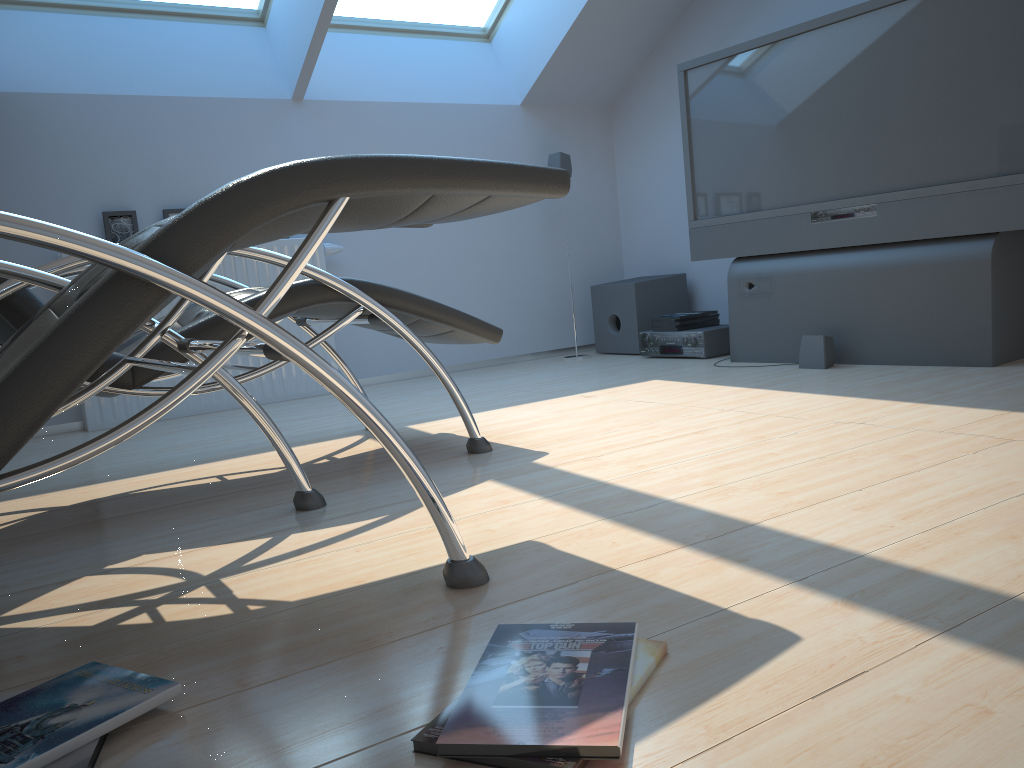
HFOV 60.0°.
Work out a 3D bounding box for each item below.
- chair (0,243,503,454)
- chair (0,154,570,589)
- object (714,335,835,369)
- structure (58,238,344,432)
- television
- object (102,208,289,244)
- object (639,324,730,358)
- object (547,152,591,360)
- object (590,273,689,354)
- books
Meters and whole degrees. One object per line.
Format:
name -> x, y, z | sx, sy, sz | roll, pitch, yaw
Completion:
chair -> -1.023, -0.325, 2.455 | 1.938, 1.251, 0.836 | -10, 8, -32
chair -> -0.916, -0.058, 1.383 | 2.114, 0.953, 0.836 | -10, 8, -32
object -> 1.134, -0.181, 4.234 | 0.394, 0.141, 1.163 | -6, 7, -3
structure -> -1.403, -0.277, 4.303 | 1.324, 0.800, 0.120 | -10, 8, -32
television -> 1.502, -0.825, 3.802 | 0.400, 1.446, 1.686 | -11, 8, -37
object -> -1.493, -0.751, 4.252 | 0.846, 0.180, 0.030 | -10, 8, -32
object -> 0.965, -0.230, 4.739 | 0.358, 0.138, 0.450 | -11, 8, -37
object -> 0.328, -0.736, 5.140 | 0.158, 1.181, 0.160 | -10, 8, -32
object -> 0.755, -0.415, 5.224 | 0.401, 0.424, 0.400 | -10, 8, -32
books -> 0.338, 0.045, 2.624 | 1.045, 0.222, 4.790 | -2, 7, 25
